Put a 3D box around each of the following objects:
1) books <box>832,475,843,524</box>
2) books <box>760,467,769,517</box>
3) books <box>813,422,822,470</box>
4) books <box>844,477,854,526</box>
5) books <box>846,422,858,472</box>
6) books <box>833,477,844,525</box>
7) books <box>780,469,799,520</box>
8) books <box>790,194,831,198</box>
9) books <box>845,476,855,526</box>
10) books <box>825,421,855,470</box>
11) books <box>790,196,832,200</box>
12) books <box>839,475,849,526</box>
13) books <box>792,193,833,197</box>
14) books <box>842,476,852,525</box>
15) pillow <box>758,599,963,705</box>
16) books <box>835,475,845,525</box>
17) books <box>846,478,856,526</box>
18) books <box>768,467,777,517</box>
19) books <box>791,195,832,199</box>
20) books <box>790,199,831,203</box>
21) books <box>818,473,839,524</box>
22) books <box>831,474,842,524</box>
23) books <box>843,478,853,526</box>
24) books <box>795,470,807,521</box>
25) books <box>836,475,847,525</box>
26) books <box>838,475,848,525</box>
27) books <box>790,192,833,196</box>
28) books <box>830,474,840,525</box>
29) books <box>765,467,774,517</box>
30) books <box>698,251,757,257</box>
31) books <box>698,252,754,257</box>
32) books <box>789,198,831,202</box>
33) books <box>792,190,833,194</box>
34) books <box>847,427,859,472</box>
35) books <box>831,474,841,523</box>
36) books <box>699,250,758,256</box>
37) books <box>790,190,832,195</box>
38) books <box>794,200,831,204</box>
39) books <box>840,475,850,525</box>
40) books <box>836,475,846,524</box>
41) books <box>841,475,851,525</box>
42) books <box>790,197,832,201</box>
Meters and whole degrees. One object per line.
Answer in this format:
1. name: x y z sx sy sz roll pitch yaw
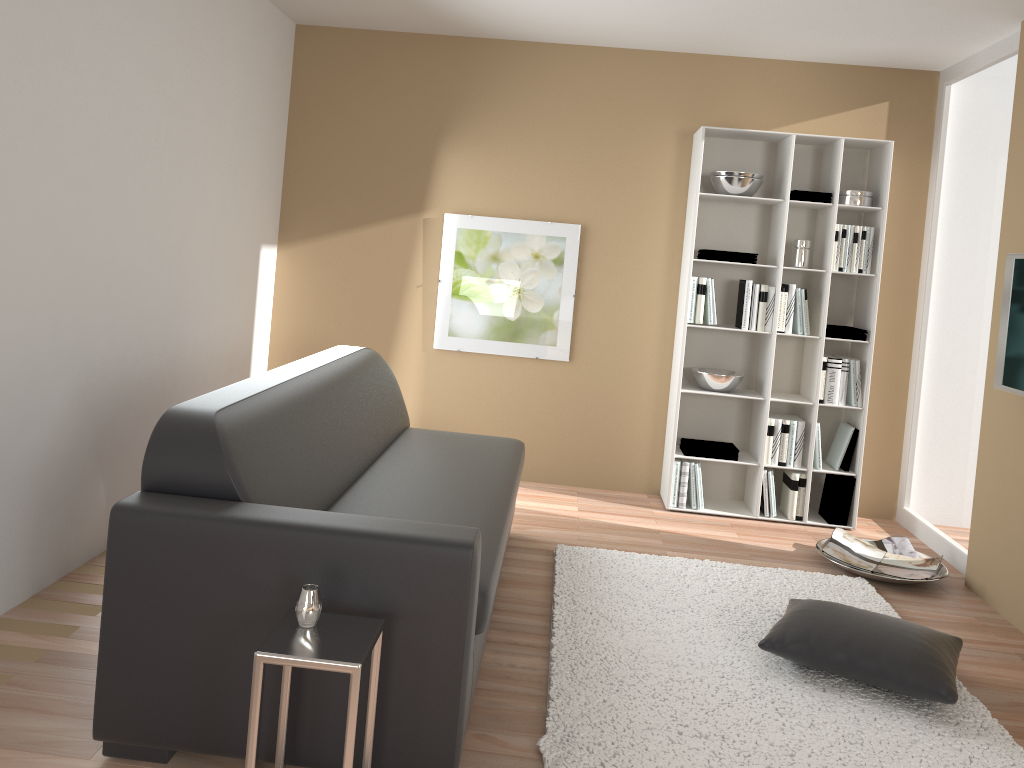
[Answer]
1. books: 1.805 0.630 4.958 0.032 0.271 0.218 5 4 3
2. books: 1.418 0.593 4.983 0.060 0.258 0.209 5 4 3
3. books: 1.703 0.333 4.962 0.060 0.258 0.209 5 4 3
4. books: 1.865 0.638 4.956 0.032 0.268 0.212 5 4 3
5. books: 1.892 0.354 4.980 0.043 0.241 0.220 5 4 4
6. books: 1.810 0.632 4.960 0.032 0.268 0.212 5 4 3
7. books: 1.568 0.609 4.967 0.040 0.257 0.209 5 4 3
8. books: 1.650 -1.057 4.990 0.210 0.006 0.300 5 8 -1
9. books: 1.871 0.636 4.956 0.032 0.273 0.220 5 4 3
10. books: 1.857 0.347 4.985 0.085 0.244 0.209 5 4 3
11. books: 1.651 -1.046 4.988 0.210 0.006 0.300 5 8 -2
12. books: 1.837 0.635 4.957 0.032 0.268 0.213 5 4 3
13. books: 1.656 -1.062 4.989 0.210 0.008 0.300 5 8 -2
14. books: 1.854 0.635 4.955 0.032 0.271 0.218 5 4 3
15. pillow: 1.210 0.899 3.038 0.613 0.208 0.583 9 9 28
16. books: 1.815 0.633 4.959 0.032 0.268 0.212 5 4 3
17. books: 1.876 0.639 4.955 0.032 0.268 0.212 5 4 3
18. books: 1.461 0.595 4.992 0.058 0.257 0.209 5 4 3
19. books: 1.651 -1.051 4.988 0.210 0.006 0.300 5 8 -2
20. books: 1.650 -1.029 4.990 0.210 0.006 0.300 5 8 -2
21. books: 1.783 0.630 4.962 0.032 0.268 0.212 5 4 3
22. books: 1.799 0.629 4.964 0.032 0.269 0.215 5 4 3
23. books: 1.860 0.637 4.957 0.032 0.268 0.212 5 4 3
24. books: 1.608 0.613 4.969 0.040 0.257 0.209 5 4 3
25. books: 1.827 0.634 4.959 0.032 0.268 0.212 5 4 3
26. books: 1.832 0.635 4.958 0.032 0.268 0.212 5 4 3
27. books: 1.656 -1.067 4.989 0.210 0.008 0.300 5 8 -2
28. books: 1.788 0.630 4.960 0.032 0.268 0.213 5 4 3
29. books: 1.443 0.598 4.977 0.058 0.257 0.209 5 4 3
30. books: 1.222 -0.740 5.002 0.297 0.008 0.212 6 8 3
31. books: 1.221 -0.735 5.002 0.297 0.008 0.212 6 8 3
32. books: 1.650 -1.035 4.990 0.210 0.006 0.300 5 8 -2
33. books: 1.654 -1.077 4.985 0.210 0.006 0.300 5 8 -2
34. books: 1.899 0.357 4.980 0.043 0.237 0.212 5 4 4
35. books: 1.794 0.628 4.964 0.032 0.269 0.215 5 4 3
36. books: 1.225 -0.745 4.997 0.297 0.007 0.212 6 8 3
37. books: 1.652 -1.073 4.986 0.210 0.007 0.300 5 8 -2
38. books: 1.648 -1.024 4.991 0.210 0.007 0.300 5 8 -2
39. books: 1.843 0.633 4.961 0.032 0.269 0.215 5 4 3
40. books: 1.821 0.631 4.959 0.032 0.273 0.220 5 4 3
41. books: 1.848 0.634 4.961 0.032 0.269 0.215 5 4 3
42. books: 1.651 -1.041 4.992 0.210 0.006 0.300 5 8 -3
